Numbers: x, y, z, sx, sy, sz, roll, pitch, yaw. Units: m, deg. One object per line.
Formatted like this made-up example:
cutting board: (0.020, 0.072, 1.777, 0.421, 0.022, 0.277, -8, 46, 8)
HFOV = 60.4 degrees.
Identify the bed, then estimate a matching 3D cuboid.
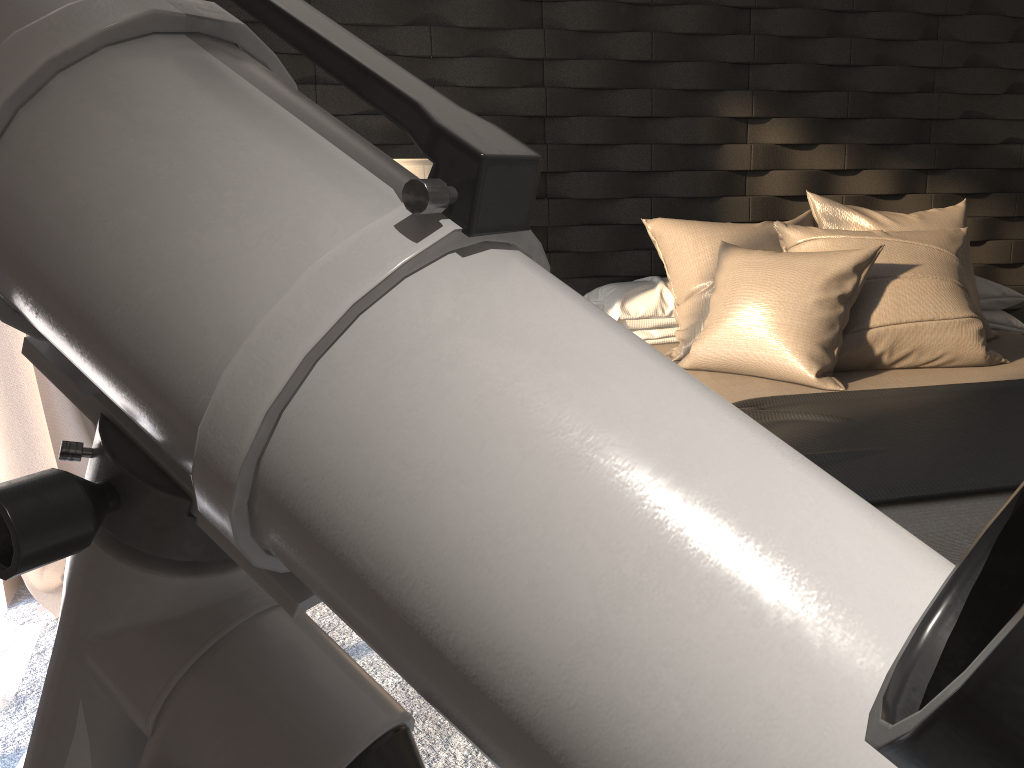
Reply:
bed: (1.199, 0.286, 2.553, 2.336, 0.623, 2.255, -3, 14, -9)

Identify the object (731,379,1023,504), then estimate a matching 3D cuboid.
object: (1.246, 0.218, 2.081, 2.097, 0.322, 0.606, -3, 14, -12)

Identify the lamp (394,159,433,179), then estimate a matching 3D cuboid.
lamp: (-0.337, -0.378, 2.756, 0.449, 0.629, 0.483, 4, 15, 22)

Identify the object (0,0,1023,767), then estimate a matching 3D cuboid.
object: (-0.019, 0.431, 0.357, 0.615, 1.403, 0.598, -6, 14, -17)

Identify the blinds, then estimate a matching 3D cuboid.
blinds: (-1.351, -0.710, 2.463, 0.351, 2.636, 0.970, -6, 14, -16)

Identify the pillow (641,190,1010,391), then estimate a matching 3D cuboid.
pillow: (1.095, -0.343, 2.789, 1.280, 0.517, 0.886, -3, 14, -9)
